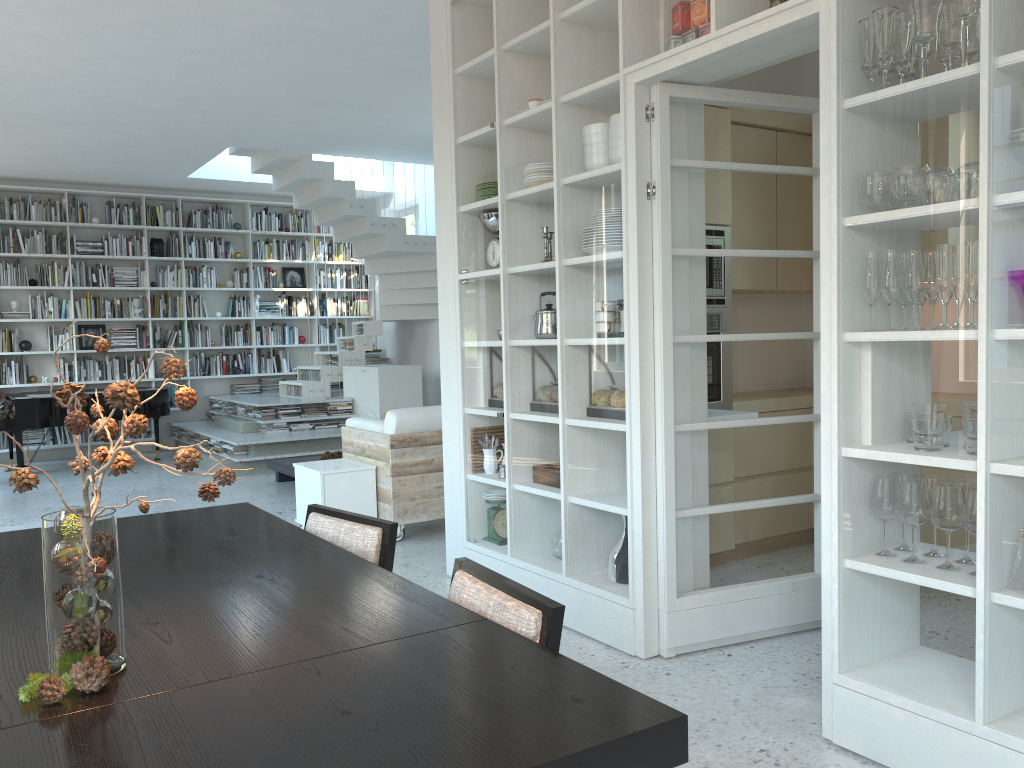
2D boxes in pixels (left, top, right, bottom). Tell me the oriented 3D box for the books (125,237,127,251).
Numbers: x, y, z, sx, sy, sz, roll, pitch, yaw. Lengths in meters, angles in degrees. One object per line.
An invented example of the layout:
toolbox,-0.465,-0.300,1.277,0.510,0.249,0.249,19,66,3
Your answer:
books,-4.683,-1.647,10.732,0.011,0.239,0.139,-4,4,-33

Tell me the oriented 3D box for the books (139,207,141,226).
books,-4.538,-2.022,10.795,0.014,0.239,0.153,-4,4,-33

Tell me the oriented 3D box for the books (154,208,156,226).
books,-4.391,-2.027,10.870,0.015,0.234,0.171,-4,4,-33

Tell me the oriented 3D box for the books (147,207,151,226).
books,-4.442,-2.027,10.829,0.007,0.239,0.191,-4,4,-33

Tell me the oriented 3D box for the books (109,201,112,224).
books,-4.812,-2.034,10.615,0.011,0.296,0.157,-4,4,-33

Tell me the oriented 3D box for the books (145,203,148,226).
books,-4.472,-2.055,10.830,0.007,0.298,0.181,-4,4,-33

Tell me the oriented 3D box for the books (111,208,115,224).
books,-4.800,-1.992,10.639,0.031,0.209,0.146,-4,4,-33

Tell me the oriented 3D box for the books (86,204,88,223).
books,-5.038,-1.998,10.490,0.013,0.250,0.148,-4,4,-33

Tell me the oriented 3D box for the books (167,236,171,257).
books,-4.246,-1.689,10.970,0.021,0.272,0.190,-4,4,-33

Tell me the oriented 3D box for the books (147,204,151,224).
books,-4.446,-2.048,10.856,0.007,0.279,0.150,-4,4,-33

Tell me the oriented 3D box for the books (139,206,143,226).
books,-4.527,-2.032,10.809,0.022,0.257,0.136,-4,4,-33

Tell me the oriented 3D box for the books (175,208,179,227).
books,-4.172,-2.050,11.008,0.029,0.253,0.186,-4,4,-33

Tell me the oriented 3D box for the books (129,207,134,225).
books,-4.623,-2.016,10.764,0.026,0.234,0.137,-4,4,-33

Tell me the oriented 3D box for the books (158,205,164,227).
books,-4.334,-2.053,10.934,0.030,0.275,0.151,-4,4,-33

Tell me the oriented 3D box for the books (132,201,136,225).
books,-4.589,-2.054,10.768,0.012,0.308,0.138,-4,4,-33

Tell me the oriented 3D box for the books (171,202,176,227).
books,-4.208,-2.088,11.022,0.012,0.330,0.128,-4,4,-33

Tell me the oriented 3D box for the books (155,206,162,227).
books,-4.358,-2.040,10.895,0.054,0.255,0.190,-4,4,-33

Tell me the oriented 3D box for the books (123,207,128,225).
books,-4.669,-2.013,10.706,0.023,0.236,0.154,-4,4,-33

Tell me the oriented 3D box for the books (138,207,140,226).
books,-4.555,-2.024,10.794,0.014,0.244,0.145,-4,4,-33

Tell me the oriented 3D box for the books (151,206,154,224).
books,-4.410,-2.041,10.878,0.008,0.262,0.142,-4,4,-33

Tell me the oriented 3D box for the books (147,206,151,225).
books,-4.445,-2.038,10.844,0.006,0.260,0.166,-4,4,-33

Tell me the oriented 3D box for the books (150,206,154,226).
books,-4.424,-2.040,10.860,0.034,0.261,0.157,-4,4,-33

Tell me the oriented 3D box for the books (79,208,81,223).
books,-5.090,-1.967,10.442,0.023,0.196,0.172,-4,4,-33

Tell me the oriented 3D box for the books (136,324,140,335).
books,-4.579,-0.581,10.864,0.011,0.299,0.130,-4,4,-33

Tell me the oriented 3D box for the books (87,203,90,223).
books,-5.011,-2.002,10.487,0.011,0.256,0.143,-4,4,-33

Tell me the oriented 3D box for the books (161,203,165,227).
books,-4.308,-2.064,10.929,0.010,0.298,0.167,-4,4,-33

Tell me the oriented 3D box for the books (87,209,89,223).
books,-5.022,-1.967,10.490,0.010,0.187,0.152,-4,4,-33

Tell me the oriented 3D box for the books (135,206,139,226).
books,-4.567,-2.023,10.775,0.028,0.244,0.161,-4,4,-33

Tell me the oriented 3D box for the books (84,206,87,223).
books,-5.045,-1.982,10.466,0.016,0.219,0.144,-4,4,-33

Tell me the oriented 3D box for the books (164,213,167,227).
books,-4.292,-2.006,10.939,0.022,0.180,0.173,-4,4,-33

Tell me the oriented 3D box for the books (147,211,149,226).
books,-4.465,-2.003,10.845,0.015,0.193,0.160,-4,4,-33

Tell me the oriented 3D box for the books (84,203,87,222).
books,-5.035,-2.000,10.469,0.005,0.255,0.168,-4,4,-33

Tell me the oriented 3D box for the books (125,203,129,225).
books,-4.648,-2.030,10.702,0.010,0.270,0.180,-4,4,-33

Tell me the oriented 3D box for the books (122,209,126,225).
books,-4.690,-1.994,10.688,0.033,0.203,0.166,-4,4,-33

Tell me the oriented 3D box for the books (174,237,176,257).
books,-4.202,-1.684,11.017,0.005,0.255,0.158,-4,4,-33

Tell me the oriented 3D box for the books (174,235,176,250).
books,-4.210,-1.702,11.044,0.013,0.289,0.131,-4,4,-33

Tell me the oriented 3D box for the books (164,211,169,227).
books,-4.273,-2.019,10.952,0.024,0.202,0.180,-4,4,-33

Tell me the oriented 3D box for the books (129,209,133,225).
books,-4.619,-1.997,10.714,0.023,0.202,0.193,-4,4,-33

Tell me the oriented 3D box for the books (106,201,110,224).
books,-4.827,-2.031,10.596,0.014,0.292,0.176,-4,4,-33

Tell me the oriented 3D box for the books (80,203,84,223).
books,-5.074,-1.995,10.459,0.014,0.248,0.139,-4,4,-33

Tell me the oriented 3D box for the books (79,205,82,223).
books,-5.089,-1.987,10.465,0.006,0.233,0.136,-4,4,-33

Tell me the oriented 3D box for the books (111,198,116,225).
books,-4.773,-2.054,10.628,0.010,0.332,0.186,-4,4,-33

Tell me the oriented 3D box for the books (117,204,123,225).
books,-4.727,-2.027,10.686,0.028,0.270,0.140,-4,4,-33

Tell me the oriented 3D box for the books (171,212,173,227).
books,-4.235,-2.023,10.996,0.025,0.204,0.162,-4,4,-33

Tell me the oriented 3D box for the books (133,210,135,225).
books,-4.602,-2.002,10.770,0.014,0.204,0.135,-4,4,-33

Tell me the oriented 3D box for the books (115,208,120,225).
books,-4.749,-1.995,10.652,0.050,0.211,0.172,-4,4,-33

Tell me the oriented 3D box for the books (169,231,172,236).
books,-4.242,-1.724,11.005,0.025,0.339,0.142,-4,4,-33

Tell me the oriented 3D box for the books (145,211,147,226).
books,-4.490,-2.008,10.842,0.016,0.204,0.143,-4,4,-33

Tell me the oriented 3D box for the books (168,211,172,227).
books,-4.248,-2.026,10.963,0.031,0.213,0.169,-4,4,-33

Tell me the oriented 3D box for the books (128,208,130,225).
books,-4.643,-2.004,10.718,0.012,0.217,0.179,-4,4,-33

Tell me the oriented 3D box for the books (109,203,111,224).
books,-4.826,-2.019,10.618,0.011,0.267,0.129,-4,4,-33

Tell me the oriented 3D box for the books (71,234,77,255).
books,-5.139,-1.623,10.403,0.021,0.249,0.191,-4,4,-33

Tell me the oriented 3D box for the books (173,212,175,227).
books,-4.211,-2.019,11.003,0.022,0.194,0.181,-4,4,-33

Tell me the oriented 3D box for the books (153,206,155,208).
books,-4.401,-2.044,10.905,0.007,0.264,0.133,-4,4,-33

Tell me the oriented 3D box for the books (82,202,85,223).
books,-5.059,-2.004,10.461,0.013,0.264,0.147,-4,4,-33

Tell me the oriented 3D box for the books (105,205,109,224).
books,-4.847,-2.007,10.606,0.012,0.245,0.151,-4,4,-33

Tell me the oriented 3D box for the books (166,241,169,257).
books,-4.269,-1.660,10.995,0.019,0.214,0.156,-4,4,-33

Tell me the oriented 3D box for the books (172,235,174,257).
books,-4.216,-1.699,10.997,0.021,0.288,0.179,-4,4,-33
